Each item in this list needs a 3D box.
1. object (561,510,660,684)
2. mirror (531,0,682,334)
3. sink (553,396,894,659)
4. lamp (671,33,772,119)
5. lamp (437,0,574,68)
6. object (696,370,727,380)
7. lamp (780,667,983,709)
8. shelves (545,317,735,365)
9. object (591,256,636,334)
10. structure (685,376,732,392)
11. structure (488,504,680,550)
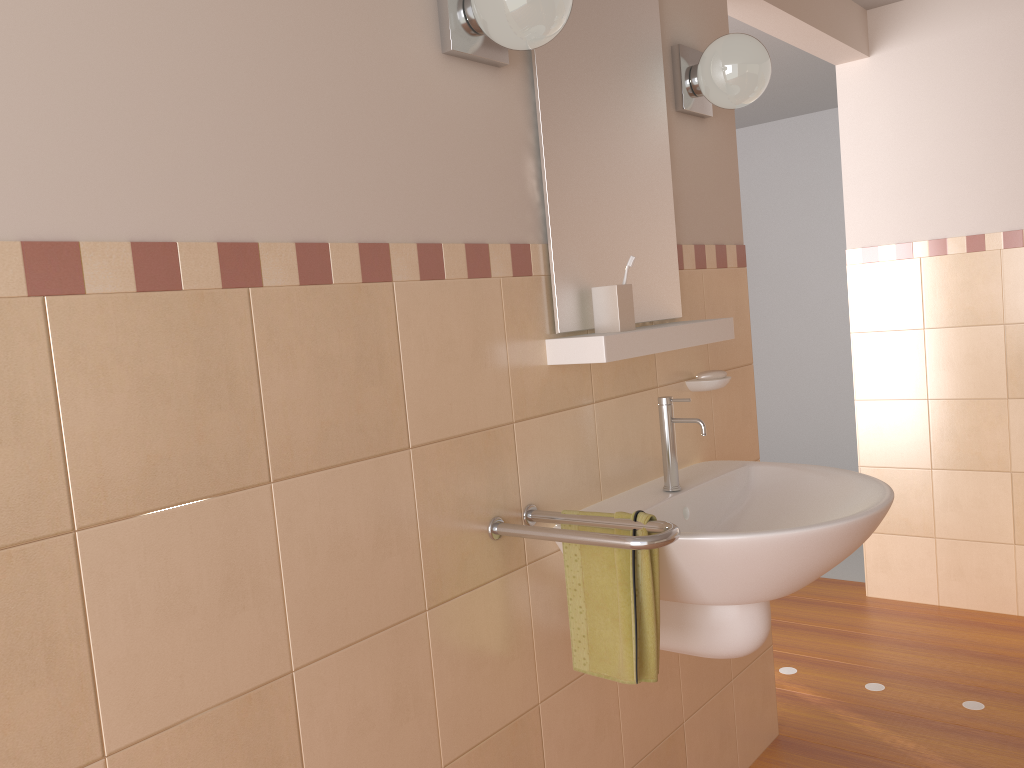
[{"bbox_3d":[0.180,0.368,1.567,0.085,0.306,0.181,-8,6,-35],"label":"object"},{"bbox_3d":[0.208,-0.523,1.879,0.008,0.799,0.502,-1,6,39],"label":"mirror"},{"bbox_3d":[0.478,0.280,1.786,0.539,0.516,0.683,-1,6,39],"label":"sink"},{"bbox_3d":[0.516,-0.745,2.128,0.209,0.173,0.173,-1,6,39],"label":"lamp"},{"bbox_3d":[0.003,-0.647,1.489,0.209,0.173,0.173,-1,6,39],"label":"lamp"},{"bbox_3d":[0.485,-0.021,2.158,0.075,0.023,0.050,-5,5,4],"label":"object"},{"bbox_3d":[0.365,1.130,1.409,2.893,0.001,3.173,-1,6,39],"label":"lamp"},{"bbox_3d":[0.288,-0.095,1.881,0.138,0.050,0.554,-1,6,39],"label":"shelves"},{"bbox_3d":[0.207,-0.179,1.771,0.073,0.149,0.063,-1,6,39],"label":"object"},{"bbox_3d":[0.487,0.001,2.158,0.092,0.029,0.117,-1,6,39],"label":"structure"},{"bbox_3d":[0.129,0.248,1.515,0.333,0.042,0.142,-1,6,39],"label":"structure"}]
